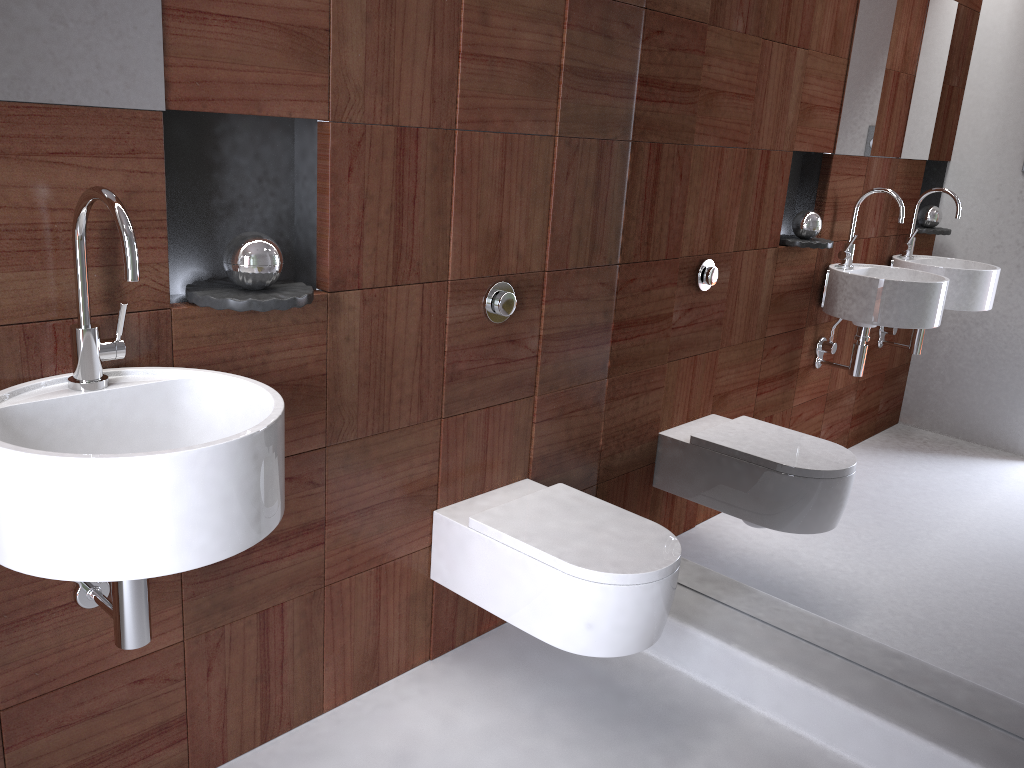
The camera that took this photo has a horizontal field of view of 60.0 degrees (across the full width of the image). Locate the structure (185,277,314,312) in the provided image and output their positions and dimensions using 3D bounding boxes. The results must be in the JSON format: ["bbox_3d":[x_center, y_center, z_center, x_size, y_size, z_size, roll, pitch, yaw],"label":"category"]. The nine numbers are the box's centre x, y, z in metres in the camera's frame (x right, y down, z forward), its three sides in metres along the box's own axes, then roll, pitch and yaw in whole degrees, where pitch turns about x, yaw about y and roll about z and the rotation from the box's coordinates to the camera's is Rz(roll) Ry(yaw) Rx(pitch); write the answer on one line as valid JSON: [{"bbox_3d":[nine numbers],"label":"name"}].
[{"bbox_3d":[-0.470,-0.163,1.594,0.222,0.023,0.220,14,19,31],"label":"structure"}]

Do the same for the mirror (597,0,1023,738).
[{"bbox_3d":[0.834,-0.410,1.836,1.433,2.183,0.019,18,21,40],"label":"mirror"}]

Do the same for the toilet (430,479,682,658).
[{"bbox_3d":[0.118,0.448,2.049,0.547,0.284,0.329,18,21,40],"label":"toilet"}]

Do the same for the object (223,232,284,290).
[{"bbox_3d":[-0.884,-0.119,1.125,0.104,0.104,1.350,18,21,40],"label":"object"}]

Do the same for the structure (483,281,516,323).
[{"bbox_3d":[-0.021,-0.187,2.055,0.034,0.098,0.098,18,21,40],"label":"structure"}]

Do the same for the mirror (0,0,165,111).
[{"bbox_3d":[-0.636,-0.711,1.200,0.010,0.635,0.316,18,21,40],"label":"mirror"}]

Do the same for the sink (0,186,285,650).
[{"bbox_3d":[-0.543,0.086,1.280,0.417,0.715,0.415,18,21,40],"label":"sink"}]
